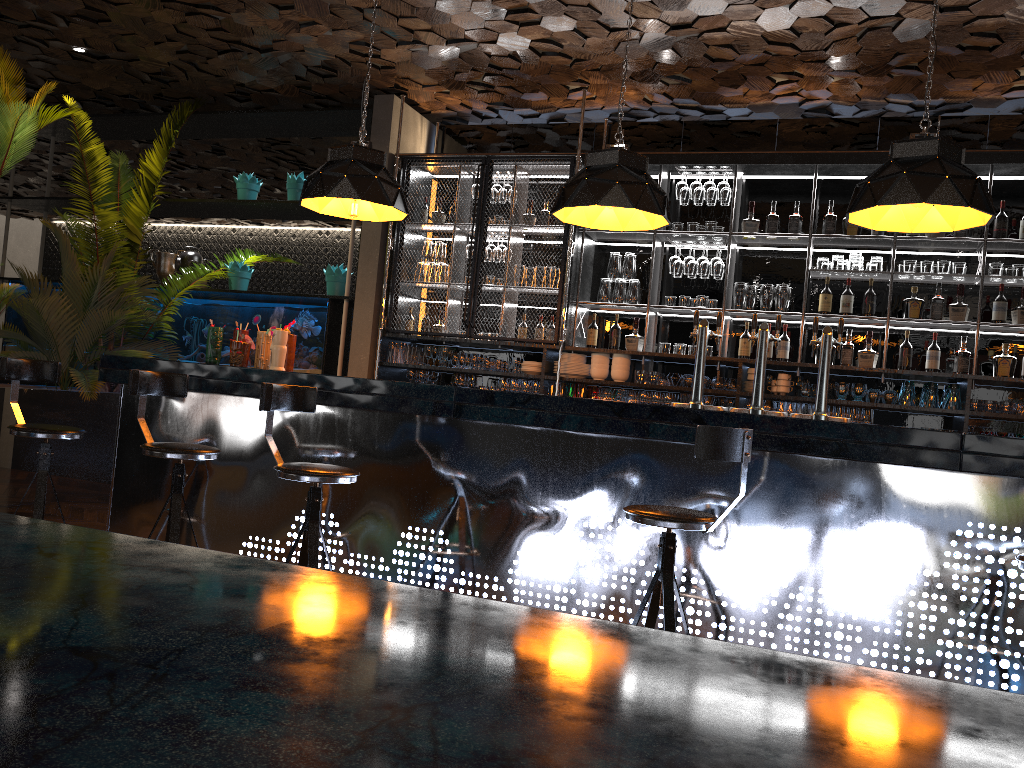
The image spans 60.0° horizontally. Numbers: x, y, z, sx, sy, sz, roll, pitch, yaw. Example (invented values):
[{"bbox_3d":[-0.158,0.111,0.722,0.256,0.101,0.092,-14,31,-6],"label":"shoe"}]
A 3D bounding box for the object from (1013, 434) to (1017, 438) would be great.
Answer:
[{"bbox_3d":[3.418,0.412,5.965,0.106,0.148,0.106,6,-1,-41],"label":"object"}]

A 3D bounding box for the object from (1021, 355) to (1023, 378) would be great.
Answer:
[{"bbox_3d":[3.519,-0.163,6.025,0.086,0.298,0.086,6,-1,-21],"label":"object"}]

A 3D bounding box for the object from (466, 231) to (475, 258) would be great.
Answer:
[{"bbox_3d":[-0.338,-1.154,7.366,0.081,0.213,0.081,5,-1,26],"label":"object"}]

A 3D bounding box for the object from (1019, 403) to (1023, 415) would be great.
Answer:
[{"bbox_3d":[3.385,0.169,5.831,0.084,0.082,0.084,5,-1,2],"label":"object"}]

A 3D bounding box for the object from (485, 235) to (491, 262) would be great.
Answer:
[{"bbox_3d":[-0.199,-1.139,7.469,0.081,0.213,0.081,5,-1,26],"label":"object"}]

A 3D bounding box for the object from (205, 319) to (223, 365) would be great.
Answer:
[{"bbox_3d":[-1.567,-0.219,4.663,0.086,0.237,0.084,5,-1,39],"label":"object"}]

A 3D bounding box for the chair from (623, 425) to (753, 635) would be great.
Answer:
[{"bbox_3d":[0.544,0.685,3.014,0.476,1.108,0.419,5,-1,35],"label":"chair"}]

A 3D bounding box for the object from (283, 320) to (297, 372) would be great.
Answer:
[{"bbox_3d":[-1.186,-0.204,4.672,0.091,0.277,0.080,6,-1,-38],"label":"object"}]

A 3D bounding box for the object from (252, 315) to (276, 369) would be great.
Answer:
[{"bbox_3d":[-1.354,-0.228,4.827,0.105,0.298,0.116,6,-1,-39],"label":"object"}]

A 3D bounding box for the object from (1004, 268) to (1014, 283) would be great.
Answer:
[{"bbox_3d":[3.476,-0.755,6.175,0.089,0.092,0.089,5,-1,6],"label":"object"}]

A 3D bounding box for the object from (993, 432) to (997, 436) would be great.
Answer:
[{"bbox_3d":[3.310,0.402,6.003,0.106,0.148,0.106,6,-1,-38],"label":"object"}]

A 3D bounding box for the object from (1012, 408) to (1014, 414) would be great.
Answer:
[{"bbox_3d":[3.324,0.166,5.958,0.084,0.082,0.084,6,-1,-43],"label":"object"}]

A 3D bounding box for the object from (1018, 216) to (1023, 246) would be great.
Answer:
[{"bbox_3d":[3.536,-1.100,6.084,0.086,0.298,0.086,6,-1,-21],"label":"object"}]

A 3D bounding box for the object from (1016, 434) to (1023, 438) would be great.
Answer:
[{"bbox_3d":[3.379,0.406,5.855,0.106,0.148,0.106,5,-1,30],"label":"object"}]

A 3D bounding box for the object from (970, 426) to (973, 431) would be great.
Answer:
[{"bbox_3d":[3.115,0.372,6.004,0.089,0.174,0.089,6,-1,-19],"label":"object"}]

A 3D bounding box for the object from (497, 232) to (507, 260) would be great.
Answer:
[{"bbox_3d":[-0.082,-1.132,7.273,0.081,0.213,0.081,5,-1,26],"label":"object"}]

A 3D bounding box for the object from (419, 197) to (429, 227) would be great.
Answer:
[{"bbox_3d":[-0.753,-1.484,7.646,0.075,0.260,0.075,6,-1,-21],"label":"object"}]

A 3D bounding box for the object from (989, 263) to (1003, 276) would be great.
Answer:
[{"bbox_3d":[3.302,-0.774,6.054,0.089,0.092,0.089,5,-1,6],"label":"object"}]

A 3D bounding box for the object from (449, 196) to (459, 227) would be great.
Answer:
[{"bbox_3d":[-0.489,-1.461,7.523,0.075,0.261,0.075,6,-1,-21],"label":"object"}]

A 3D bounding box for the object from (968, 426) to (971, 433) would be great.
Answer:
[{"bbox_3d":[3.137,0.375,6.096,0.089,0.174,0.089,6,-1,-19],"label":"object"}]

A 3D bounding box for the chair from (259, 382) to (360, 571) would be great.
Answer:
[{"bbox_3d":[-0.793,0.566,3.395,0.476,1.108,0.419,5,-1,20],"label":"chair"}]

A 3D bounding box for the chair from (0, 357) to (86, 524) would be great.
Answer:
[{"bbox_3d":[-2.195,0.445,4.102,0.476,1.108,0.419,5,-1,20],"label":"chair"}]

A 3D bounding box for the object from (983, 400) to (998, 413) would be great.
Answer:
[{"bbox_3d":[3.183,0.152,5.907,0.084,0.082,0.084,5,-1,21],"label":"object"}]

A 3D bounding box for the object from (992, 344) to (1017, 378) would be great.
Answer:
[{"bbox_3d":[3.368,-0.151,6.064,0.151,0.248,0.094,5,-1,29],"label":"object"}]

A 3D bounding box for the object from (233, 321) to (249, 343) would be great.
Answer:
[{"bbox_3d":[-1.466,-0.213,4.780,0.078,0.246,0.084,5,-1,18],"label":"object"}]

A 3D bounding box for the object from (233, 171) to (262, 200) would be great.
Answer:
[{"bbox_3d":[-2.434,-1.789,8.149,0.265,0.325,0.245,6,-1,-16],"label":"object"}]

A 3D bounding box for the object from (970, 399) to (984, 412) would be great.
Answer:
[{"bbox_3d":[3.108,0.145,5.937,0.084,0.082,0.084,5,-1,12],"label":"object"}]

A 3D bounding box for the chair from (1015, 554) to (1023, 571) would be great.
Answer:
[{"bbox_3d":[1.700,0.787,2.645,0.476,1.108,0.419,5,-1,35],"label":"chair"}]

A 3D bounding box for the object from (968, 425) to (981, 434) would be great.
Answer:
[{"bbox_3d":[3.073,0.366,5.918,0.089,0.174,0.089,6,-1,-19],"label":"object"}]

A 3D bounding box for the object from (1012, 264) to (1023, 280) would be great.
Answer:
[{"bbox_3d":[3.447,-0.760,6.032,0.089,0.092,0.089,5,-1,19],"label":"object"}]

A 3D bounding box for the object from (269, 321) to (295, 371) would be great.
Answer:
[{"bbox_3d":[-1.180,-0.199,4.534,0.081,0.264,0.099,5,-1,41],"label":"object"}]

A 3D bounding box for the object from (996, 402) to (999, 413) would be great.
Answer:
[{"bbox_3d":[3.337,0.168,6.056,0.084,0.082,0.084,5,-1,17],"label":"object"}]

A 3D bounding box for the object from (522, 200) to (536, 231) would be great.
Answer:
[{"bbox_3d":[0.144,-1.390,7.290,0.108,0.244,0.108,5,-1,9],"label":"object"}]

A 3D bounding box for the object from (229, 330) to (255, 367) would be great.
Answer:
[{"bbox_3d":[-1.399,-0.182,4.598,0.110,0.191,0.131,5,-1,32],"label":"object"}]

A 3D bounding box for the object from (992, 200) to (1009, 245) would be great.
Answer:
[{"bbox_3d":[3.372,-1.115,6.114,0.086,0.299,0.086,6,-1,-21],"label":"object"}]

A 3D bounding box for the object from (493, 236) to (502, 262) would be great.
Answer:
[{"bbox_3d":[-0.118,-1.132,7.439,0.081,0.213,0.081,5,-1,26],"label":"object"}]

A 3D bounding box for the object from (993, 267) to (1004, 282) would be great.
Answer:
[{"bbox_3d":[3.371,-0.765,6.177,0.089,0.092,0.089,6,-1,-26],"label":"object"}]

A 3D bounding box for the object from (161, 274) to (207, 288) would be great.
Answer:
[{"bbox_3d":[-3.115,-0.949,8.425,0.320,0.135,0.250,5,-1,20],"label":"object"}]

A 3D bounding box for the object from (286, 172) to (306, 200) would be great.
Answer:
[{"bbox_3d":[-1.909,-1.743,7.962,0.244,0.325,0.255,6,-1,-43],"label":"object"}]

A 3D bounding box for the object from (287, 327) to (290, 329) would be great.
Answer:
[{"bbox_3d":[-1.229,-0.194,4.809,0.080,0.254,0.091,5,-1,22],"label":"object"}]

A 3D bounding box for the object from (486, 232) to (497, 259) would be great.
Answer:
[{"bbox_3d":[-0.167,-1.139,7.304,0.081,0.213,0.081,5,-1,26],"label":"object"}]

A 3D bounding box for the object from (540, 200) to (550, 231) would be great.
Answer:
[{"bbox_3d":[0.272,-1.381,7.242,0.073,0.246,0.072,5,-1,5],"label":"object"}]

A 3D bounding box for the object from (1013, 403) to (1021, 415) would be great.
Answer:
[{"bbox_3d":[3.401,0.172,5.930,0.084,0.082,0.084,5,-1,26],"label":"object"}]

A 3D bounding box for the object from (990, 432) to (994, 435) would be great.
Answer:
[{"bbox_3d":[3.348,0.407,6.114,0.106,0.148,0.106,5,-1,39],"label":"object"}]

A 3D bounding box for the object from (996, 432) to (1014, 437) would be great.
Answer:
[{"bbox_3d":[3.269,0.397,5.894,0.106,0.148,0.106,5,-1,39],"label":"object"}]

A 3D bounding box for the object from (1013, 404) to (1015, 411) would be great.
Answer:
[{"bbox_3d":[3.438,0.177,6.004,0.084,0.082,0.084,5,-1,23],"label":"object"}]

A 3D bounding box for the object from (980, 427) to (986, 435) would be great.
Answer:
[{"bbox_3d":[3.206,0.381,6.036,0.089,0.174,0.089,6,-1,-19],"label":"object"}]

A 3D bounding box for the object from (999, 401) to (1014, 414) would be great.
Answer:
[{"bbox_3d":[3.273,0.159,5.872,0.084,0.082,0.084,5,-1,38],"label":"object"}]

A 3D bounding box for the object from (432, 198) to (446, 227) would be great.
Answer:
[{"bbox_3d":[-0.621,-1.464,7.556,0.108,0.244,0.108,5,-1,9],"label":"object"}]

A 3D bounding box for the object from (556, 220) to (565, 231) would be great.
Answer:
[{"bbox_3d":[0.408,-1.369,7.192,0.073,0.246,0.072,5,-1,35],"label":"object"}]

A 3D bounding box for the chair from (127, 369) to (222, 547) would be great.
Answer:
[{"bbox_3d":[-1.450,0.510,3.761,0.476,1.108,0.419,5,-1,20],"label":"chair"}]

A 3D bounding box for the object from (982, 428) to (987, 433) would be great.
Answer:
[{"bbox_3d":[3.253,0.386,6.123,0.089,0.174,0.089,6,-1,-19],"label":"object"}]

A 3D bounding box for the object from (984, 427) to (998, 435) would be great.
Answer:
[{"bbox_3d":[3.194,0.378,5.937,0.089,0.174,0.089,6,-1,-19],"label":"object"}]
